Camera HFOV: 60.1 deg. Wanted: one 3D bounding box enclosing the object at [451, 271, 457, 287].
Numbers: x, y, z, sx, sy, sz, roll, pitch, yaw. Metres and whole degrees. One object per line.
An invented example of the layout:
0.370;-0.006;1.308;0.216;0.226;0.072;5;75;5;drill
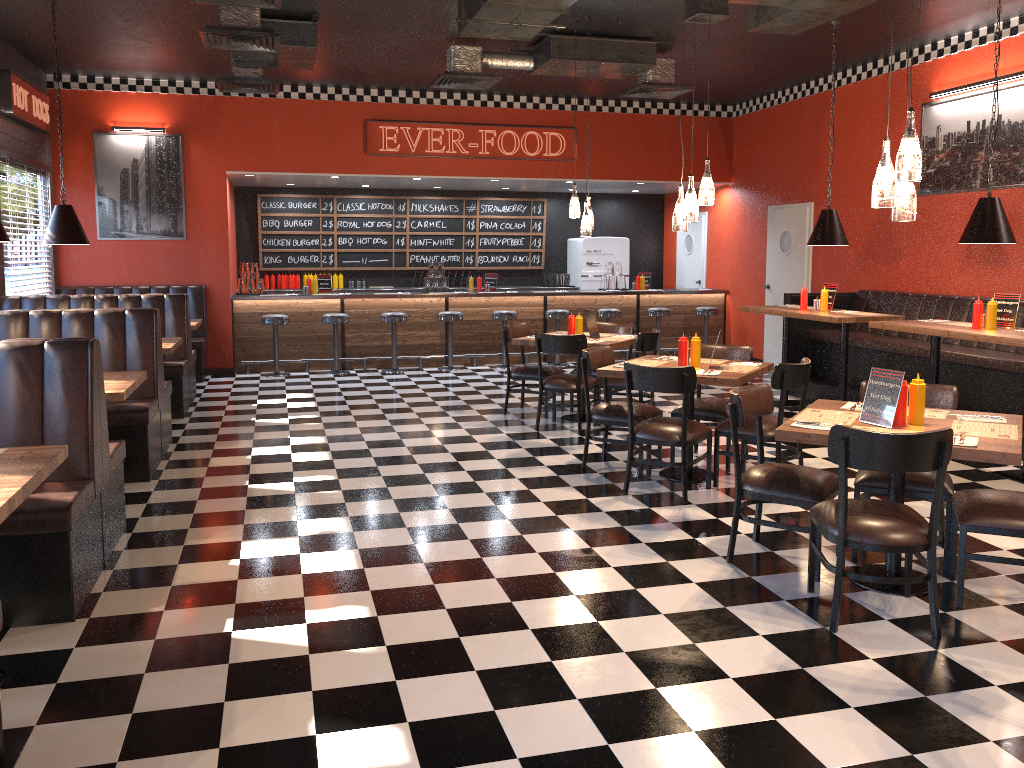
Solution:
-0.929;-1.688;14.252;0.072;0.256;0.189;-1;7;-10;object

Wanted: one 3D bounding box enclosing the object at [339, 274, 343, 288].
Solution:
-2.671;-1.615;13.833;0.068;0.237;0.068;-1;6;-13;object

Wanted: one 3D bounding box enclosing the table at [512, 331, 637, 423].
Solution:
0.654;-0.053;8.304;0.958;0.770;0.964;4;9;30;table

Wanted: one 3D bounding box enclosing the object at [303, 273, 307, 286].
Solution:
-3.189;-1.593;13.687;0.068;0.237;0.068;-5;8;-38;object

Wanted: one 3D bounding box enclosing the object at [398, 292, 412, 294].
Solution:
-1.468;-1.246;12.103;0.157;0.019;0.256;-3;9;-19;object

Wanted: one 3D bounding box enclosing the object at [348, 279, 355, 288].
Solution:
-2.515;-1.569;13.876;0.094;0.135;0.047;2;7;20;object

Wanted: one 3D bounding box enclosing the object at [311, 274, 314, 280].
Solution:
-3.109;-1.599;13.725;0.068;0.237;0.068;-1;6;-13;object

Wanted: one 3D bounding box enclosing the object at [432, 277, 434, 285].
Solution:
-1.087;-1.407;12.528;0.105;0.208;0.106;4;8;30;object

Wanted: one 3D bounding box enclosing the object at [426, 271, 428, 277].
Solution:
-1.362;-1.670;14.136;0.072;0.256;0.189;-2;7;-20;object

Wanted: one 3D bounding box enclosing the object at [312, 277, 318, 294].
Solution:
-2.652;-1.330;11.921;0.068;0.237;0.068;-1;6;-13;object

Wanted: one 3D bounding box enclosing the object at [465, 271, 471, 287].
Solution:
-0.712;-1.696;14.309;0.072;0.256;0.189;-1;7;-10;object

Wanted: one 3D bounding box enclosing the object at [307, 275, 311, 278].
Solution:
-3.121;-1.584;13.625;0.068;0.237;0.068;-5;8;-38;object

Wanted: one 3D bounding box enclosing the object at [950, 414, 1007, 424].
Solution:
2.214;0.158;4.224;0.255;0.019;0.158;4;9;23;object

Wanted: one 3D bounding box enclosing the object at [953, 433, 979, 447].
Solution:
1.886;0.229;3.747;0.157;0.019;0.256;5;10;29;object

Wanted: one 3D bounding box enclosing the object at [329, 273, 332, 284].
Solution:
-2.834;-1.607;13.779;0.068;0.237;0.068;-2;6;-17;object

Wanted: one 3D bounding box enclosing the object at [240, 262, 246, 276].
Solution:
-4.008;-1.719;13.212;0.105;0.208;0.106;-4;8;-30;object

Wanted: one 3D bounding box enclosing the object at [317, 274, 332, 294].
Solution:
-2.556;-1.363;12.081;0.188;0.256;0.072;-3;7;-25;object

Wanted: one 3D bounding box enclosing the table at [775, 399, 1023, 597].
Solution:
1.836;0.561;4.188;0.961;0.770;0.960;4;9;30;table

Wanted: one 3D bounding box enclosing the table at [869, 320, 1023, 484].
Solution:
3.481;0.088;6.595;0.696;0.995;1.700;-2;8;-15;table

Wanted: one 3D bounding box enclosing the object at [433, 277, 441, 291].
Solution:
-1.052;-1.392;12.425;0.105;0.208;0.106;4;8;30;object

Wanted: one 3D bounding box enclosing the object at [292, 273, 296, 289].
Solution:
-3.371;-1.593;13.682;0.068;0.237;0.068;-1;6;-13;object

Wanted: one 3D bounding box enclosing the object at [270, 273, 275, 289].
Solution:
-3.657;-1.572;13.544;0.068;0.237;0.068;0;6;2;object

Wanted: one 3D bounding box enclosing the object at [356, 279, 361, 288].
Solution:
-2.408;-1.575;13.912;0.047;0.135;0.094;4;8;30;object

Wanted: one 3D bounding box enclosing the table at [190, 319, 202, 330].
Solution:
-4.378;-0.292;9.899;1.692;0.770;0.961;-2;8;-15;table

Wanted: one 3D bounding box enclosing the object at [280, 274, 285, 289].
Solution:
-3.502;-1.572;13.540;0.068;0.237;0.068;-5;8;-38;object

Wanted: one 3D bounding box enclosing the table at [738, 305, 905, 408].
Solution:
2.934;-0.216;8.632;0.696;0.995;1.700;-2;8;-15;table

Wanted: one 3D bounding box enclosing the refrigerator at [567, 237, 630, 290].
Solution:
1.421;-1.511;14.589;0.803;1.795;0.853;-2;7;-15;refrigerator

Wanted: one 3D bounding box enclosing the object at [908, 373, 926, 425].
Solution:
1.868;0.068;4.085;0.068;0.237;0.068;-1;6;-10;object

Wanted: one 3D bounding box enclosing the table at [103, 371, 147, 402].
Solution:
-3.145;0.394;5.311;1.692;0.770;0.961;-2;8;-15;table

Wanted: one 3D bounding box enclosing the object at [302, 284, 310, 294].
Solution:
-2.758;-1.267;11.851;0.094;0.135;0.047;2;7;20;object

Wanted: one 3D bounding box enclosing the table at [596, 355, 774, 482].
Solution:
1.227;0.256;6.230;0.961;0.770;0.960;4;9;30;table

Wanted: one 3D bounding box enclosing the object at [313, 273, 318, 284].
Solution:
-3.036;-1.597;13.708;0.068;0.237;0.068;-2;6;-16;object

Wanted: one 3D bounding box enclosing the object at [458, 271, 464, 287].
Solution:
-0.819;-1.692;14.280;0.074;0.256;0.190;-1;7;-13;object

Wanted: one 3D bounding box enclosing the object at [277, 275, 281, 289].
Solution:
-3.574;-1.582;13.609;0.068;0.237;0.068;-1;6;-13;object

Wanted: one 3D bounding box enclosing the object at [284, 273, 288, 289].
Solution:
-3.480;-1.585;13.630;0.068;0.237;0.068;-1;6;-13;object

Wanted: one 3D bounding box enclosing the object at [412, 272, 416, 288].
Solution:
-1.560;-1.663;14.088;0.070;0.257;0.190;-1;7;-8;object

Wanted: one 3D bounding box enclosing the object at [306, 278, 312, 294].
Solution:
-2.741;-1.337;11.970;0.068;0.237;0.068;-1;6;-13;object

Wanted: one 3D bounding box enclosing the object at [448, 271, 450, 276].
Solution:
-1.037;-1.683;14.223;0.072;0.256;0.189;-1;7;-5;object

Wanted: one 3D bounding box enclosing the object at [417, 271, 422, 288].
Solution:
-1.469;-1.666;14.106;0.073;0.259;0.193;-1;7;-12;object

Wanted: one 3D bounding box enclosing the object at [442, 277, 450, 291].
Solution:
-0.931;-1.395;12.449;0.105;0.208;0.106;4;8;30;object

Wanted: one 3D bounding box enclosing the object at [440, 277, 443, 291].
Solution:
-0.972;-1.412;12.559;0.105;0.208;0.106;4;8;30;object

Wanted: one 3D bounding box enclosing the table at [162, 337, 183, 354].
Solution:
-3.765;0.049;7.618;1.692;0.770;0.961;-2;8;-15;table

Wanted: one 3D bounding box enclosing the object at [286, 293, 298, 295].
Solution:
-2.901;-1.183;11.682;0.157;0.019;0.256;-3;9;-19;object

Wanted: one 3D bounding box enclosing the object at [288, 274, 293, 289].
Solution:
-3.397;-1.578;13.585;0.068;0.237;0.068;-1;6;-13;object

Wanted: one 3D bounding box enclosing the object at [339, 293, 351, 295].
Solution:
-2.235;-1.212;11.875;0.157;0.019;0.256;-1;9;-9;object

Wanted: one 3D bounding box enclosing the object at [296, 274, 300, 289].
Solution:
-3.294;-1.585;13.630;0.068;0.237;0.068;-1;6;-13;object

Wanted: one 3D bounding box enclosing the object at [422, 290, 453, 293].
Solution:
-1.052;-1.305;12.497;0.437;0.018;0.274;-2;9;-15;object

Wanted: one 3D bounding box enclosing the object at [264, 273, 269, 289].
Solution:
-3.744;-1.568;13.515;0.068;0.237;0.068;-5;8;-38;object

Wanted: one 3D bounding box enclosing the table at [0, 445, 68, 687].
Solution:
-2.532;0.735;3.030;1.692;0.770;0.961;-2;8;-15;table

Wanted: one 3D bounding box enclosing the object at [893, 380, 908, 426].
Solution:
1.778;0.072;4.063;0.068;0.237;0.068;-1;6;-10;object

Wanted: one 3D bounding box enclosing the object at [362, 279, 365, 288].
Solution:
-2.324;-1.572;13.892;0.047;0.135;0.094;-2;7;-20;object

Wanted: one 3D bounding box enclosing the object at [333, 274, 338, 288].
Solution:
-2.754;-1.612;13.810;0.068;0.237;0.068;-1;6;-13;object
